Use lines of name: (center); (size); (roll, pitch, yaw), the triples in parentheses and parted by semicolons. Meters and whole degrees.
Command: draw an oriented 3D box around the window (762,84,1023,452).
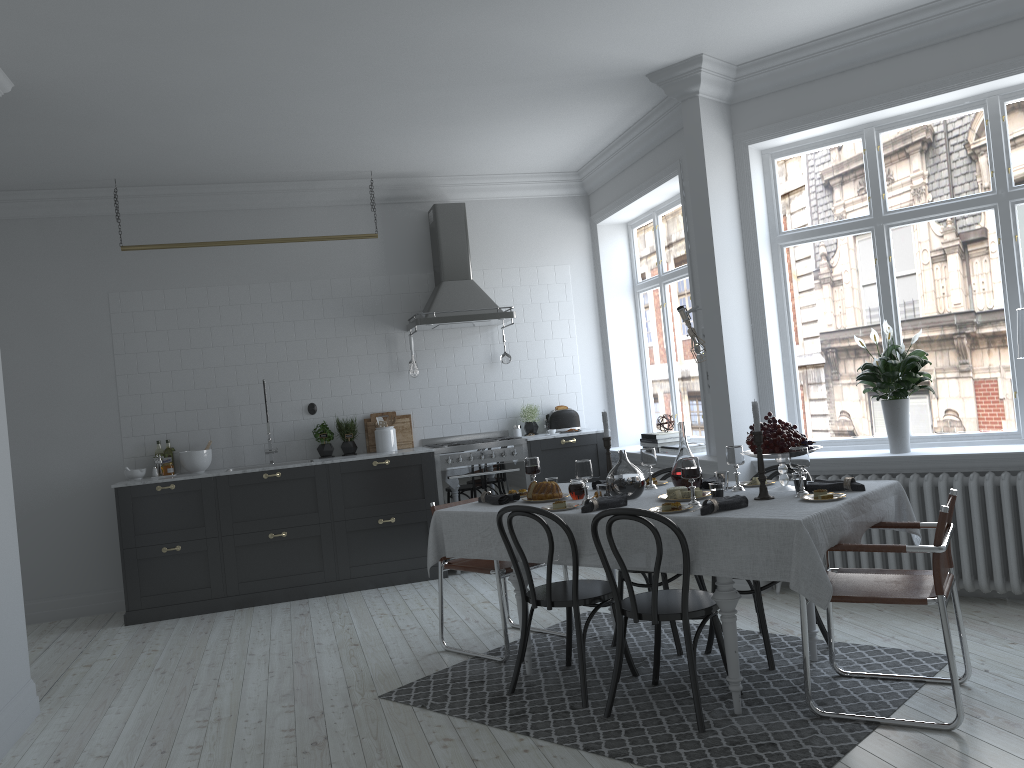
window: (2.608, -0.642, 5.327); (2.079, 2.080, 0.061); (-6, -1, 38)

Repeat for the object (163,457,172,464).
object: (-2.748, 0.658, 7.067); (0.077, 0.141, 0.044); (-5, -1, -15)

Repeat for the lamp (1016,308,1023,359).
lamp: (2.909, 0.246, 4.699); (0.335, 1.331, 0.335); (-5, -1, -27)

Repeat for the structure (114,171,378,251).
structure: (-2.079, -1.385, 7.039); (1.988, 0.556, 0.053); (-5, -1, -15)

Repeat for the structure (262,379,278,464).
structure: (-1.965, 0.307, 7.152); (0.100, 0.692, 0.266); (-5, -1, -15)

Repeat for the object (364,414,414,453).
object: (-1.055, 0.424, 7.610); (0.400, 0.290, 0.030); (-5, -1, -15)

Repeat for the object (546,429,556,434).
object: (0.337, 0.407, 7.495); (0.072, 0.040, 0.070); (-5, -1, -23)

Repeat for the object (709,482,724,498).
object: (0.897, 0.480, 3.870); (0.066, 0.094, 0.066); (-5, -1, -26)

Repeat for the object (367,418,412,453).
object: (-1.043, 0.437, 7.554); (0.360, 0.261, 0.053); (-5, -1, -15)

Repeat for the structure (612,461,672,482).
structure: (1.091, 1.034, 7.154); (0.245, 0.753, 1.673); (-5, -1, -15)

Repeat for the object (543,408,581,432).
object: (0.440, 0.321, 7.883); (0.326, 0.207, 0.219); (-6, -1, -10)

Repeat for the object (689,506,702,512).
object: (0.797, 0.530, 3.777); (0.031, 0.012, 0.131); (-6, -1, 43)

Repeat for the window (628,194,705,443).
window: (1.403, -0.501, 7.318); (0.061, 2.080, 1.716); (-5, -1, -15)

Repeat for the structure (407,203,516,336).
structure: (-0.481, -0.993, 7.533); (0.843, 1.079, 0.567); (-5, -1, -15)

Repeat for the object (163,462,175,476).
object: (-2.699, 0.671, 6.972); (0.078, 0.101, 0.078); (-6, -1, 14)

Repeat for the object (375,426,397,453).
object: (-1.057, 0.464, 7.432); (0.174, 0.208, 0.174); (-5, -1, -19)

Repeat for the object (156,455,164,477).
object: (-2.770, 0.643, 6.990); (0.059, 0.172, 0.059); (-6, -1, 17)

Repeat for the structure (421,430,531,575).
structure: (-0.277, 0.977, 7.473); (0.779, 1.096, 0.651); (-5, -1, -15)

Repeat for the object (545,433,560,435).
object: (0.340, 0.426, 7.496); (0.126, 0.008, 0.126); (-6, -1, 12)

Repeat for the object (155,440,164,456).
object: (-2.821, 0.594, 7.107); (0.066, 0.282, 0.066); (-5, -1, -20)

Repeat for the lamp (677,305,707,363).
lamp: (1.273, -0.048, 5.850); (0.131, 0.977, 0.312); (-5, -1, -40)

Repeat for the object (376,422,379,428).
object: (-1.077, 0.441, 7.466); (0.118, 0.250, 0.033); (-5, -1, -14)

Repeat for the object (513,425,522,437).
object: (0.048, 0.415, 7.791); (0.072, 0.095, 0.072); (-6, -1, 31)

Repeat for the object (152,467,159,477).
object: (-2.791, 0.689, 6.937); (0.046, 0.084, 0.046); (-5, -1, -28)

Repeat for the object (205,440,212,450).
object: (-2.474, 0.577, 7.122); (0.042, 0.232, 0.209); (-6, -1, 26)

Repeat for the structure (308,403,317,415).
structure: (-1.678, 0.209, 7.457); (0.079, 0.103, 0.032); (-5, -1, -15)

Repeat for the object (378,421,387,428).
object: (-1.090, 0.435, 7.394); (0.054, 0.262, 0.149); (-5, -1, -40)

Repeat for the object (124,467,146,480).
object: (-2.940, 0.692, 6.928); (0.159, 0.110, 0.172); (-5, -1, -20)

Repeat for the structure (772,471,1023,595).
structure: (2.302, 0.892, 5.156); (1.710, 0.753, 0.245); (-6, -1, 38)

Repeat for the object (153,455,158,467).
object: (-2.812, 0.648, 7.040); (0.059, 0.172, 0.059); (-6, -1, 17)

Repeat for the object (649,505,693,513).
object: (0.685, 0.541, 3.823); (0.182, 0.013, 0.182); (-6, -1, 0)

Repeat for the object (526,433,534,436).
object: (0.143, 0.443, 7.722); (0.091, 0.018, 0.062); (-5, -1, -17)

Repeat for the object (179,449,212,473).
object: (-2.521, 0.620, 7.079); (0.247, 0.175, 0.247); (-6, -1, -1)

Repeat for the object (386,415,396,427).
object: (-1.038, 0.415, 7.477); (0.131, 0.296, 0.056); (-5, -1, -35)

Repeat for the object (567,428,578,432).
object: (0.509, 0.398, 7.618); (0.119, 0.031, 0.074); (-6, -1, 18)

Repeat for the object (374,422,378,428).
object: (-1.089, 0.440, 7.419); (0.117, 0.251, 0.061); (-6, -1, 15)

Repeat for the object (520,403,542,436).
object: (0.164, 0.309, 7.810); (0.210, 0.283, 0.220); (-6, -1, -2)

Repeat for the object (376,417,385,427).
object: (-1.066, 0.419, 7.441); (0.064, 0.290, 0.141); (-5, -1, -41)

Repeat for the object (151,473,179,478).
object: (-2.750, 0.726, 7.028); (0.180, 0.008, 0.272); (-5, -1, -15)

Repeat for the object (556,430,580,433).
object: (0.479, 0.406, 7.573); (0.209, 0.008, 0.018); (-6, -1, 20)

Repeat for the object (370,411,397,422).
object: (-1.084, 0.407, 7.570); (0.220, 0.330, 0.041); (-5, -1, -15)
